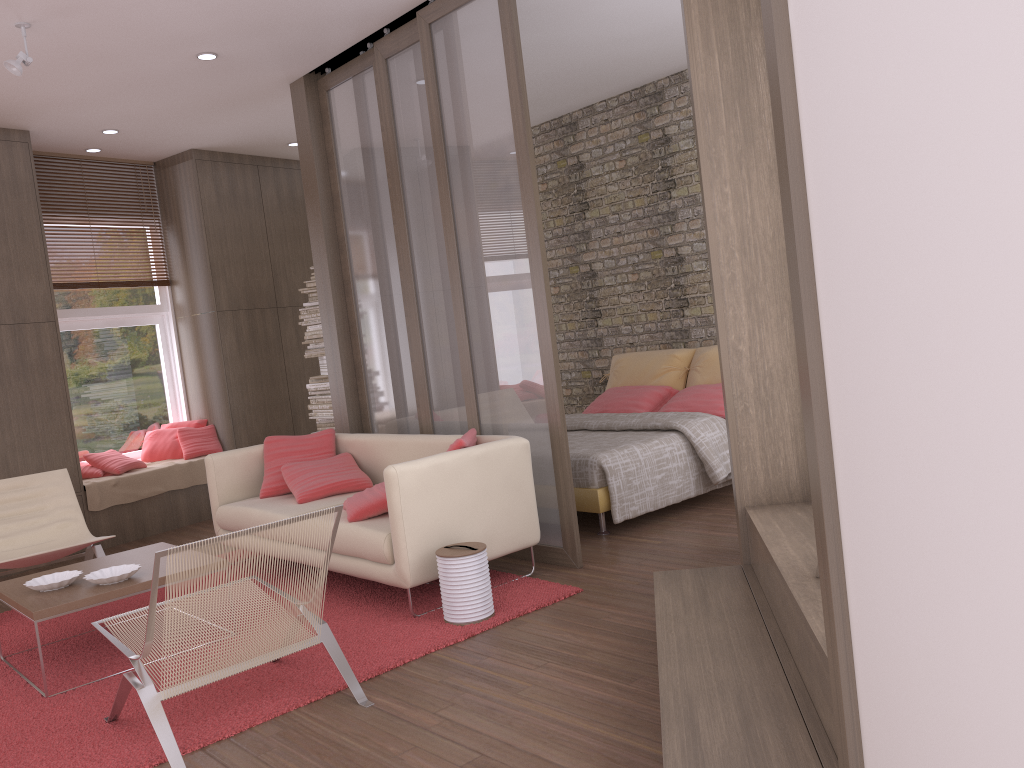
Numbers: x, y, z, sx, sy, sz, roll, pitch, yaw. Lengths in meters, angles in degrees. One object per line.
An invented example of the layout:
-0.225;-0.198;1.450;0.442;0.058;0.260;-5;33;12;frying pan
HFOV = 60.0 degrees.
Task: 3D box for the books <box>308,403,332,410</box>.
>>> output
-1.458;0.170;7.683;0.410;0.046;0.522;-10;5;-41;books

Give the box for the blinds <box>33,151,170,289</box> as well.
-3.628;-1.393;7.623;0.042;1.138;1.373;-4;4;36;blinds

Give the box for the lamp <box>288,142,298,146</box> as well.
-1.985;-2.189;8.095;0.119;0.010;0.119;-5;4;29;lamp

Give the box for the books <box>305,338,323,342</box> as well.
-1.559;-0.397;7.656;0.368;0.009;0.262;-5;4;24;books

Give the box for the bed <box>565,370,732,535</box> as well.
0.779;0.390;6.693;2.360;0.861;2.219;-10;5;-41;bed

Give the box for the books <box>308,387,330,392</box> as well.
-1.478;0.019;7.647;0.442;0.025;0.346;-5;4;34;books

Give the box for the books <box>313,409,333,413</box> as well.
-1.389;0.201;7.637;0.423;0.025;0.566;-10;5;-41;books

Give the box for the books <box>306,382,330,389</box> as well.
-1.479;-0.014;7.668;0.469;0.038;0.364;-5;4;34;books

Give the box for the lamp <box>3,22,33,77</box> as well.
-2.619;-1.772;4.700;0.158;0.275;0.102;-9;4;-34;lamp

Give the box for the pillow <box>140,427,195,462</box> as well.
-3.091;0.541;7.928;0.485;0.279;0.270;-7;3;-5;pillow

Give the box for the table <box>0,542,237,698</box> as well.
-1.943;1.100;4.311;0.850;0.378;0.850;-10;5;-41;table

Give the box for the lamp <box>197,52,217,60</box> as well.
-1.903;-2.044;5.533;0.119;0.010;0.119;-9;4;-27;lamp

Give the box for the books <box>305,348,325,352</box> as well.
-1.521;-0.316;7.652;0.412;0.011;0.308;-5;4;24;books

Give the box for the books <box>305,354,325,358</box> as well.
-1.513;-0.261;7.634;0.469;0.015;0.267;-5;4;24;books

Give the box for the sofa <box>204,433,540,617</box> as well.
-0.915;0.734;5.235;0.919;0.751;2.204;-10;5;-41;sofa

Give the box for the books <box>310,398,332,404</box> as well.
-1.428;0.118;7.680;0.421;0.046;0.542;-10;5;-41;books

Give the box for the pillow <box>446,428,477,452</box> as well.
-0.367;0.462;4.735;0.379;0.377;0.498;-6;3;9;pillow

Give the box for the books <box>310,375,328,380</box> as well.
-1.470;-0.085;7.678;0.450;0.022;0.364;-6;3;9;books

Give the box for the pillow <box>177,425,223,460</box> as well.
-2.789;0.516;7.919;0.357;0.278;0.264;-9;4;-33;pillow

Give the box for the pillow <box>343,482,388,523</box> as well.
-0.674;0.581;4.771;0.467;0.224;0.507;-8;4;-14;pillow

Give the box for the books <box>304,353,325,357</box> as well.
-1.530;-0.275;7.658;0.444;0.015;0.279;-5;4;24;books

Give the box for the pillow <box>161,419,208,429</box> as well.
-3.008;0.513;8.083;0.484;0.334;0.193;-7;3;-1;pillow

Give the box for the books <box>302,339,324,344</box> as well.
-1.534;-0.384;7.645;0.467;0.020;0.283;-5;4;24;books

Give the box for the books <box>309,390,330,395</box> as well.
-1.460;0.044;7.680;0.469;0.028;0.368;-5;4;34;books

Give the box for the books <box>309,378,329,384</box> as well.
-1.444;-0.057;7.653;0.518;0.038;0.341;-5;4;34;books

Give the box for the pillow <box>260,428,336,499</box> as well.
-1.407;0.521;5.848;0.498;0.377;0.379;-7;3;-6;pillow

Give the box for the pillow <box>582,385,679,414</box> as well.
0.929;0.166;7.411;0.538;0.264;0.831;-10;5;-41;pillow

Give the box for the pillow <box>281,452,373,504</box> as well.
-1.176;0.592;5.599;0.507;0.224;0.467;-9;4;-29;pillow

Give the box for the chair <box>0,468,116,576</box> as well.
-2.911;0.970;5.405;0.739;0.767;0.860;-10;5;-41;chair

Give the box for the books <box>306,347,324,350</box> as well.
-1.538;-0.325;7.670;0.395;0.007;0.308;-5;4;24;books

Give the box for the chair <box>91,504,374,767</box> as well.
-1.100;0.873;3.345;0.739;0.762;0.853;-10;5;-41;chair

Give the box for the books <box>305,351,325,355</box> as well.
-1.524;-0.290;7.654;0.432;0.013;0.288;-5;4;24;books

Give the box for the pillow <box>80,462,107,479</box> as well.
-3.517;0.702;7.298;0.373;0.150;0.397;-7;3;-7;pillow

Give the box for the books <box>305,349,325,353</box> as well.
-1.514;-0.303;7.642;0.446;0.012;0.291;-5;4;24;books

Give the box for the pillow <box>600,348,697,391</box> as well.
1.153;-0.014;7.683;0.355;0.527;1.019;-10;5;-41;pillow

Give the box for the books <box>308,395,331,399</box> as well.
-1.463;0.088;7.676;0.399;0.020;0.510;-10;5;-41;books

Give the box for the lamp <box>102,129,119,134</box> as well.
-3.149;-1.978;6.950;0.119;0.010;0.119;-8;4;-16;lamp

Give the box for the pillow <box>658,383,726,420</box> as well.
1.485;0.142;6.781;0.540;0.261;0.834;-10;5;-41;pillow

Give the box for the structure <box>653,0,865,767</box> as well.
0.733;-0.380;2.687;0.845;2.881;2.039;-6;3;9;structure

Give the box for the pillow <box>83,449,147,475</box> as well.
-3.303;0.645;7.377;0.354;0.200;0.403;-6;4;13;pillow

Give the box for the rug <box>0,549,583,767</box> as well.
-1.849;1.280;4.370;3.344;0.016;2.938;-10;5;-41;rug

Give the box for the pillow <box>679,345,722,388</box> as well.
1.736;-0.035;7.006;0.366;0.557;1.021;-10;5;-41;pillow

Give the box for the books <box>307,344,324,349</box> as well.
-1.525;-0.343;7.672;0.379;0.028;0.297;-5;4;24;books

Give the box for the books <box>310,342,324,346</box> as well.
-1.512;-0.367;7.645;0.388;0.020;0.287;-4;5;44;books

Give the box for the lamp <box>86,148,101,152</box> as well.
-3.515;-1.963;7.447;0.119;0.010;0.119;-8;4;-16;lamp
